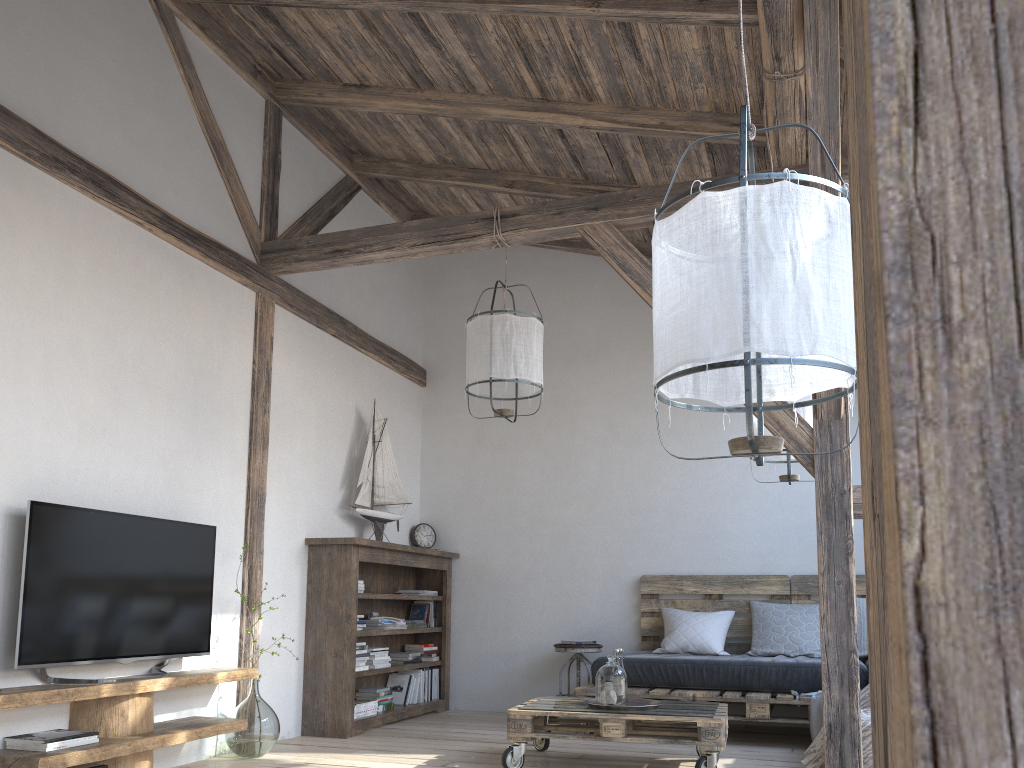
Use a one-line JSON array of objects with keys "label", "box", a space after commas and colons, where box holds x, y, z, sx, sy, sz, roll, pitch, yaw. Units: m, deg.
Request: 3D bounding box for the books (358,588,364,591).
[{"label": "books", "box": [-1.026, 1.278, 5.486, 0.140, 0.018, 0.188, -4, -15, 18]}]

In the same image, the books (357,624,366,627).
[{"label": "books", "box": [-1.033, 1.509, 5.490, 0.157, 0.017, 0.224, -4, -15, 18]}]

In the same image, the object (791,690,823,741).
[{"label": "object", "box": [1.835, 1.812, 4.761, 0.505, 0.271, 0.724, 0, -13, 3]}]

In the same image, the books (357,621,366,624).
[{"label": "books", "box": [-1.035, 1.488, 5.485, 0.147, 0.020, 0.212, -9, -17, 33]}]

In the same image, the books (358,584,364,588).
[{"label": "books", "box": [-1.044, 1.258, 5.493, 0.158, 0.021, 0.223, -4, -15, 18]}]

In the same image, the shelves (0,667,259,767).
[{"label": "shelves", "box": [-1.618, 1.478, 3.719, 0.331, 0.440, 1.636, -3, -14, 18]}]

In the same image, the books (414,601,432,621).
[{"label": "books", "box": [-0.674, 1.714, 6.554, 0.139, 0.187, 0.051, -3, -8, 18]}]

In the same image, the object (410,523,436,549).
[{"label": "object", "box": [-0.680, 1.173, 6.755, 0.206, 0.205, 0.083, 8, -11, -35]}]

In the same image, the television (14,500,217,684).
[{"label": "television", "box": [-1.658, 0.915, 3.796, 0.207, 0.691, 1.125, -2, -13, 18]}]

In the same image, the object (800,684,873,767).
[{"label": "object", "box": [1.845, 1.528, 3.965, 1.020, 0.464, 0.820, 12, -17, -40]}]

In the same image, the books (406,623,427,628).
[{"label": "books", "box": [-0.737, 1.742, 6.348, 0.162, 0.030, 0.223, -5, -15, 21]}]

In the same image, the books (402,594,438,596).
[{"label": "books", "box": [-0.685, 1.554, 6.482, 0.205, 0.008, 0.264, -3, -15, 13]}]

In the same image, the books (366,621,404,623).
[{"label": "books", "box": [-0.880, 1.587, 5.871, 0.205, 0.008, 0.263, -6, -16, 25]}]

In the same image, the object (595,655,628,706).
[{"label": "object", "box": [0.484, 1.443, 4.279, 0.156, 0.242, 0.159, 3, -10, -12]}]

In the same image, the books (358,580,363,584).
[{"label": "books", "box": [-1.051, 1.237, 5.498, 0.158, 0.021, 0.223, -4, -15, 18]}]

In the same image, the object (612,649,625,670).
[{"label": "object", "box": [0.537, 1.472, 4.436, 0.071, 0.262, 0.156, -2, -10, 19]}]

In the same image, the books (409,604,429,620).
[{"label": "books", "box": [-0.692, 1.710, 6.497, 0.131, 0.169, 0.083, -3, -9, 19]}]

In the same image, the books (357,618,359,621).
[{"label": "books", "box": [-1.031, 1.470, 5.493, 0.133, 0.020, 0.203, 4, -15, -14]}]

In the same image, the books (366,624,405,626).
[{"label": "books", "box": [-0.874, 1.603, 5.864, 0.206, 0.008, 0.262, -9, -17, 34]}]

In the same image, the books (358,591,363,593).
[{"label": "books", "box": [-1.045, 1.296, 5.490, 0.157, 0.017, 0.224, -3, -15, 13]}]

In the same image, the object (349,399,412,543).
[{"label": "object", "box": [-0.878, 0.612, 6.012, 0.141, 0.973, 0.804, -3, -11, 23]}]

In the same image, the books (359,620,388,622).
[{"label": "books", "box": [-0.886, 1.578, 5.869, 0.206, 0.008, 0.262, -8, -16, 29]}]

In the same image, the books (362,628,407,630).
[{"label": "books", "box": [-0.860, 1.630, 5.866, 0.205, 0.008, 0.263, -7, -16, 26]}]

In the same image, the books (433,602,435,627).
[{"label": "books", "box": [-0.649, 1.735, 6.622, 0.140, 0.182, 0.020, -3, -8, 19]}]

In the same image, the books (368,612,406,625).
[{"label": "books", "box": [-0.838, 1.579, 5.914, 0.221, 0.086, 0.267, 1, -14, -1]}]

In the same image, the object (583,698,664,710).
[{"label": "object", "box": [0.548, 1.571, 4.323, 0.398, 0.021, 0.400, -11, -18, 37]}]

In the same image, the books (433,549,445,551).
[{"label": "books", "box": [-0.644, 1.283, 6.730, 0.236, 0.025, 0.182, -4, -15, 18]}]

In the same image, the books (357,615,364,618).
[{"label": "books", "box": [-1.031, 1.453, 5.502, 0.140, 0.018, 0.188, -4, -15, 18]}]

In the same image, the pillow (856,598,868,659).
[{"label": "pillow", "box": [2.553, 1.518, 5.476, 0.974, 0.391, 0.392, -9, -14, 35]}]

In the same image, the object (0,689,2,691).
[{"label": "object", "box": [-1.881, 1.040, 3.118, 0.139, 0.110, 0.142, 0, -12, 1]}]

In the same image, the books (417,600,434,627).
[{"label": "books", "box": [-0.654, 1.723, 6.604, 0.135, 0.197, 0.021, -3, -8, 19]}]

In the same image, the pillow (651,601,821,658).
[{"label": "pillow", "box": [1.500, 1.604, 5.796, 1.132, 0.348, 0.357, -4, -12, 19]}]

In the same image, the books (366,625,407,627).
[{"label": "books", "box": [-0.851, 1.618, 5.890, 0.205, 0.008, 0.263, -5, -15, 20]}]

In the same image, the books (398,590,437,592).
[{"label": "books", "box": [-0.692, 1.527, 6.479, 0.205, 0.008, 0.263, -3, -15, 15]}]

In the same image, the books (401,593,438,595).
[{"label": "books", "box": [-0.681, 1.549, 6.497, 0.205, 0.008, 0.264, -2, -14, 10]}]

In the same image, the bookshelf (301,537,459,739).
[{"label": "bookshelf", "box": [-0.833, 1.688, 5.957, 0.348, 1.150, 1.657, -2, -12, 18]}]

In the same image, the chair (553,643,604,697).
[{"label": "chair", "box": [0.462, 2.071, 6.125, 0.354, 0.510, 0.360, -3, -10, 22]}]

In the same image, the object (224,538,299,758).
[{"label": "object", "box": [-1.314, 1.387, 4.681, 0.275, 1.099, 0.525, 0, -9, 5]}]

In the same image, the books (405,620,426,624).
[{"label": "books", "box": [-0.734, 1.715, 6.342, 0.150, 0.021, 0.209, -5, -15, 22]}]

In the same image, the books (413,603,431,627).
[{"label": "books", "box": [-0.678, 1.716, 6.527, 0.140, 0.172, 0.060, -3, -9, 17]}]

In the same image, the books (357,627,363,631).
[{"label": "books", "box": [-1.031, 1.528, 5.492, 0.139, 0.019, 0.189, -3, -15, 13]}]

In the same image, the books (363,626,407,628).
[{"label": "books", "box": [-0.857, 1.623, 5.876, 0.205, 0.008, 0.263, -5, -15, 23]}]
